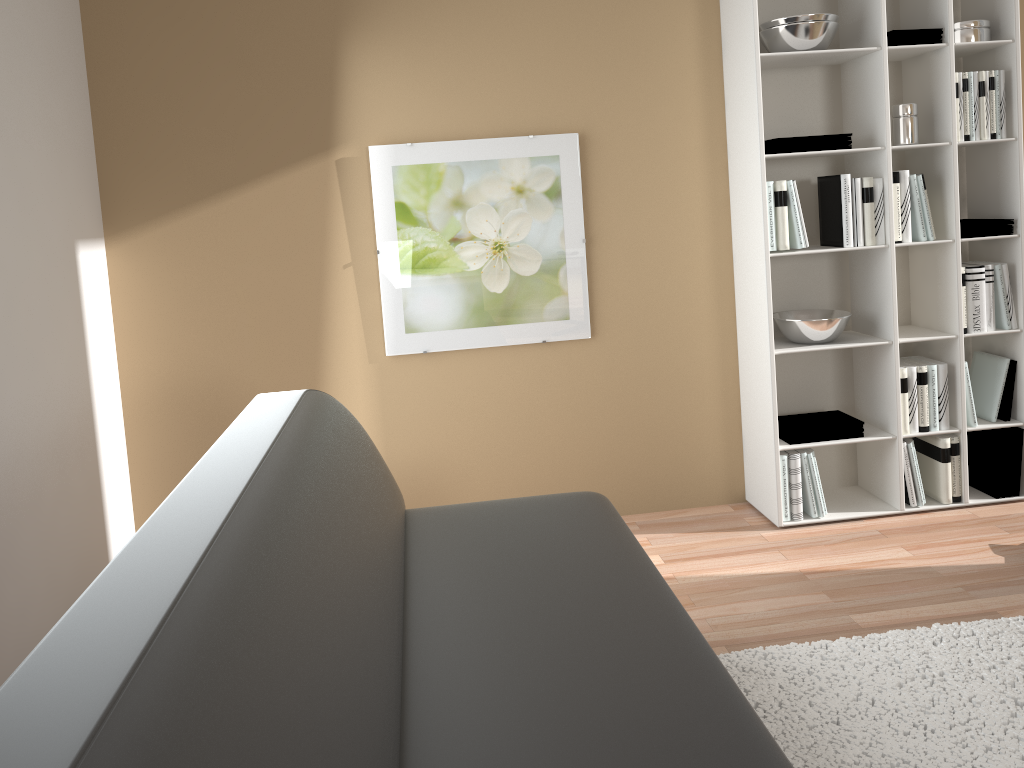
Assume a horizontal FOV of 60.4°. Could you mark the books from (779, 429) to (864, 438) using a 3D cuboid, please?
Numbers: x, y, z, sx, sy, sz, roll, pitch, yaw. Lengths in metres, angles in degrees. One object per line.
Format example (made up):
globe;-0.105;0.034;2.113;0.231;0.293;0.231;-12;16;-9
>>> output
books;1.195;0.169;3.472;0.297;0.006;0.213;-5;11;-6

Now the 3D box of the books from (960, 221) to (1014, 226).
books;1.800;-0.642;3.506;0.210;0.007;0.302;-5;11;-6

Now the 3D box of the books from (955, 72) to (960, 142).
books;1.667;-1.062;3.417;0.020;0.256;0.210;-5;7;-5

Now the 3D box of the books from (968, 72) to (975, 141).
books;1.729;-1.069;3.429;0.020;0.256;0.210;-5;7;-5

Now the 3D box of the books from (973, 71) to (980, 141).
books;1.750;-1.071;3.431;0.020;0.256;0.210;-5;7;-5

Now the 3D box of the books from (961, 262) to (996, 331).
books;1.839;-0.351;3.500;0.040;0.256;0.210;-5;7;-5

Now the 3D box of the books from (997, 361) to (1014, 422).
books;1.938;0.010;3.552;0.043;0.235;0.214;-5;7;-5

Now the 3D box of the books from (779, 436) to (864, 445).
books;1.195;0.197;3.473;0.297;0.007;0.213;-5;11;-6

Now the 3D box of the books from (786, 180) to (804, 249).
books;1.048;-0.651;3.381;0.060;0.257;0.210;-5;7;-5

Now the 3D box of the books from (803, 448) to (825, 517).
books;1.151;0.367;3.453;0.058;0.255;0.210;-5;7;-5

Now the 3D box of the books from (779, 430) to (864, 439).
books;1.195;0.174;3.472;0.297;0.006;0.213;-5;11;-6

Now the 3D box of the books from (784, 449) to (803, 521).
books;1.075;0.373;3.447;0.040;0.256;0.210;-5;7;-5

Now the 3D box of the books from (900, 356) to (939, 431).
books;1.616;0.036;3.491;0.040;0.256;0.210;-5;7;-5

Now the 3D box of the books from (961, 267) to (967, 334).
books;1.718;-0.338;3.478;0.040;0.256;0.210;-5;7;-5

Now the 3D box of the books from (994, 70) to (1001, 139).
books;1.834;-1.079;3.440;0.020;0.256;0.210;-5;7;-5

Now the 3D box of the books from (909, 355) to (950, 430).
books;1.658;0.032;3.496;0.040;0.256;0.210;-5;7;-5

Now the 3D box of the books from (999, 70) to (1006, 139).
books;1.856;-1.081;3.442;0.020;0.256;0.210;-5;7;-5

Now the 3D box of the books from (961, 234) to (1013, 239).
books;1.803;-0.594;3.514;0.210;0.007;0.302;-5;11;-6

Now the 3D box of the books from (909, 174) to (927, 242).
books;1.539;-0.689;3.448;0.060;0.257;0.210;-5;7;-5

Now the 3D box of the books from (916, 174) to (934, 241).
books;1.565;-0.689;3.446;0.058;0.255;0.210;-5;7;-5

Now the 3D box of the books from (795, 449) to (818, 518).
books;1.125;0.366;3.454;0.060;0.257;0.210;-5;7;-5

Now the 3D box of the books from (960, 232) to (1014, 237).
books;1.804;-0.599;3.513;0.210;0.006;0.302;-5;11;-6

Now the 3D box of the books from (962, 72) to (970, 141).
books;1.708;-1.067;3.425;0.020;0.256;0.210;-5;7;-5

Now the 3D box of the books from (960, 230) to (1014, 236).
books;1.804;-0.605;3.513;0.210;0.006;0.302;-5;11;-6

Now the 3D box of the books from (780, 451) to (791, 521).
books;1.028;0.376;3.447;0.040;0.256;0.210;-5;7;-5

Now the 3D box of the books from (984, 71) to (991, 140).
books;1.793;-1.075;3.437;0.020;0.256;0.210;-5;7;-5

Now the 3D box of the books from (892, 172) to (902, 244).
books;1.443;-0.687;3.439;0.053;0.269;0.210;-5;7;-5

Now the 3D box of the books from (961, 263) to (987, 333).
books;1.780;-0.343;3.480;0.076;0.256;0.210;-5;7;-5

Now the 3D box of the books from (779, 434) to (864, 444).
books;1.195;0.191;3.474;0.297;0.006;0.213;-5;11;-6

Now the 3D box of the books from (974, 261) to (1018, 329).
books;1.916;-0.357;3.504;0.060;0.257;0.210;-5;7;-5

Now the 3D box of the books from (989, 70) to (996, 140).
books;1.814;-1.077;3.437;0.020;0.256;0.210;-5;7;-5

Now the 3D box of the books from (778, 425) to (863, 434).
books;1.192;0.152;3.474;0.297;0.007;0.213;-5;11;-6

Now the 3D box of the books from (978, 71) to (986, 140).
books;1.772;-1.072;3.428;0.020;0.256;0.210;-5;7;-5

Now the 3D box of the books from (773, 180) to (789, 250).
books;1.000;-0.646;3.373;0.040;0.256;0.210;-5;7;-5

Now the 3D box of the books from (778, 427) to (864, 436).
books;1.193;0.164;3.470;0.297;0.006;0.213;-5;11;-5

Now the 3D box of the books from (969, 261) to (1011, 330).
books;1.891;-0.355;3.502;0.060;0.257;0.210;-5;7;-5

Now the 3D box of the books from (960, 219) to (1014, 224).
books;1.801;-0.647;3.505;0.210;0.006;0.302;-5;11;-6

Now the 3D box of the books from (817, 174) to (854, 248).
books;1.254;-0.670;3.409;0.040;0.273;0.210;-5;7;-5

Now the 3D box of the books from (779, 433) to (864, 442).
books;1.195;0.186;3.473;0.297;0.006;0.213;-5;11;-6

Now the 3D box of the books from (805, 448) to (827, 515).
books;1.166;0.360;3.470;0.058;0.255;0.210;-5;7;-5

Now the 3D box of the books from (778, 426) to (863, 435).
books;1.193;0.157;3.474;0.297;0.007;0.213;-5;11;-6

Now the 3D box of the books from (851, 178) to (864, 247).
books;1.296;-0.665;3.414;0.040;0.256;0.210;-5;7;-5

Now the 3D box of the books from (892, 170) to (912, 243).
books;1.490;-0.694;3.445;0.040;0.273;0.210;-5;7;-5

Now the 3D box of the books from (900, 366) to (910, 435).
books;1.493;0.048;3.473;0.040;0.256;0.210;-5;7;-5

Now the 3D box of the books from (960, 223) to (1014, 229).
books;1.805;-0.633;3.510;0.210;0.007;0.302;-5;11;-6

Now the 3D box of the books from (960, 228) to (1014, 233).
books;1.803;-0.616;3.510;0.210;0.006;0.302;-5;11;-6

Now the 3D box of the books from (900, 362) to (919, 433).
books;1.534;0.043;3.484;0.040;0.256;0.210;-5;7;-5

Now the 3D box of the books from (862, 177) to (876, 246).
books;1.338;-0.668;3.413;0.040;0.256;0.210;-5;7;-5

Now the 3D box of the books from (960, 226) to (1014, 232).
books;1.802;-0.621;3.510;0.210;0.006;0.302;-5;11;-6

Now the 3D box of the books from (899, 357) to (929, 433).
books;1.576;0.040;3.486;0.040;0.256;0.210;-5;7;-5

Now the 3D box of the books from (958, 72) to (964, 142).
books;1.687;-1.065;3.426;0.020;0.256;0.210;-5;7;-5

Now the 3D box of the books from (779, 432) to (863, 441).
books;1.192;0.180;3.473;0.297;0.006;0.213;-6;11;-8

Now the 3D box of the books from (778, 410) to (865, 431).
books;1.196;0.142;3.470;0.297;0.006;0.213;-5;11;-6

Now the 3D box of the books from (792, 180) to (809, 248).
books;1.070;-0.655;3.394;0.058;0.255;0.210;-5;7;-5

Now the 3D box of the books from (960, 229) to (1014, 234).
books;1.803;-0.611;3.514;0.210;0.006;0.302;-6;11;-7

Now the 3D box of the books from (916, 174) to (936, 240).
books;1.580;-0.695;3.464;0.058;0.255;0.210;-5;7;-5

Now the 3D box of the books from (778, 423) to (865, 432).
books;1.195;0.147;3.469;0.297;0.007;0.213;-5;11;-6

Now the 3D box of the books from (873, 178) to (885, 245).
books;1.379;-0.670;3.424;0.040;0.249;0.210;-5;7;-5

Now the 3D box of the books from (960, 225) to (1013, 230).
books;1.800;-0.627;3.511;0.210;0.006;0.302;-5;11;-4

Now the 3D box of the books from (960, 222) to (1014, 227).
books;1.805;-0.638;3.510;0.210;0.007;0.302;-5;11;-6
